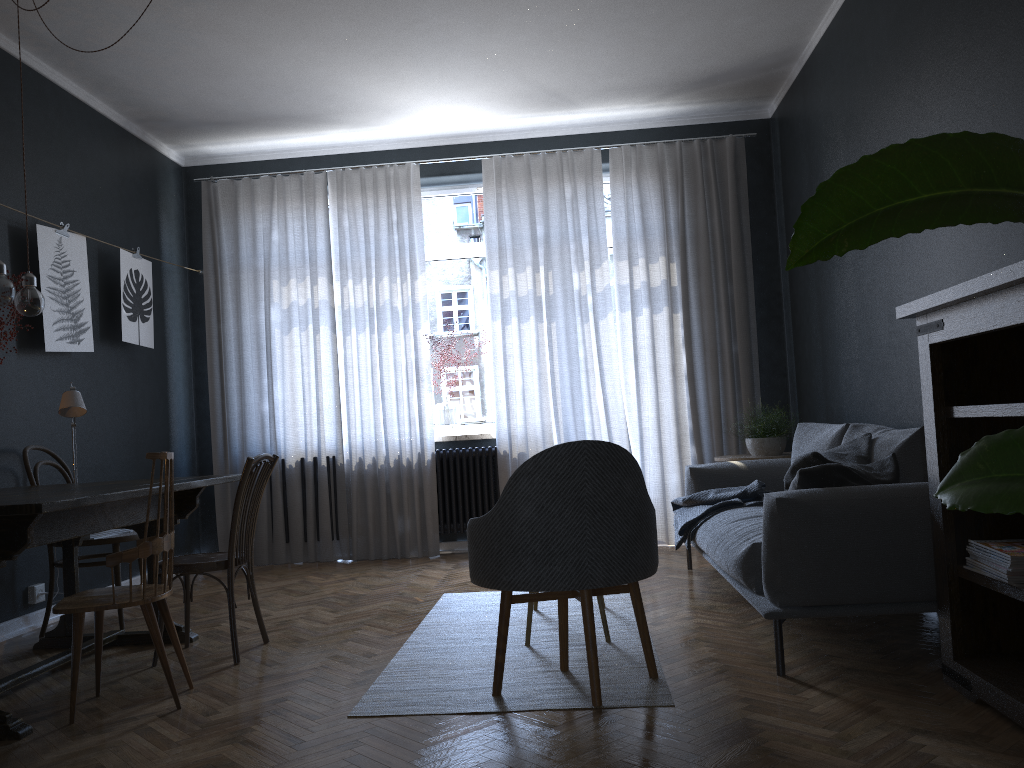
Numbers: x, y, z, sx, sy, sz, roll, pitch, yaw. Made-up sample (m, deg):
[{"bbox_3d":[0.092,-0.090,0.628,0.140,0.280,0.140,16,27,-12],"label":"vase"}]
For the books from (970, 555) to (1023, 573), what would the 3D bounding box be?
[{"bbox_3d":[1.424,0.488,2.438,0.218,0.008,0.288,-4,-3,10],"label":"books"}]

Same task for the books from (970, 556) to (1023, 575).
[{"bbox_3d":[1.424,0.494,2.438,0.218,0.008,0.288,-4,-3,10],"label":"books"}]

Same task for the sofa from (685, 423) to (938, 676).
[{"bbox_3d":[1.332,0.581,3.956,0.970,0.797,2.341,-4,-3,3],"label":"sofa"}]

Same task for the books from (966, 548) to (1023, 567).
[{"bbox_3d":[1.417,0.471,2.432,0.218,0.008,0.305,-4,-3,8],"label":"books"}]

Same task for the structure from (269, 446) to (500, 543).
[{"bbox_3d":[-0.845,0.787,6.349,1.846,0.600,0.216,-4,-2,4],"label":"structure"}]

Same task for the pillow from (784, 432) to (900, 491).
[{"bbox_3d":[1.222,0.378,3.346,0.442,0.361,0.798,-4,-3,22],"label":"pillow"}]

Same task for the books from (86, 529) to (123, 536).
[{"bbox_3d":[-2.073,0.731,4.401,0.219,0.013,0.305,-4,-3,16],"label":"books"}]

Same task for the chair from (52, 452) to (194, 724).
[{"bbox_3d":[-1.327,0.668,3.027,0.383,0.856,0.456,-3,-2,-11],"label":"chair"}]

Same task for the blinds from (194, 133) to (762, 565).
[{"bbox_3d":[-0.217,-0.212,6.271,3.993,2.787,0.312,-4,-2,4],"label":"blinds"}]

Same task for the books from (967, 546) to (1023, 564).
[{"bbox_3d":[1.419,0.463,2.432,0.218,0.008,0.305,-4,-3,8],"label":"books"}]

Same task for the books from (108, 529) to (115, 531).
[{"bbox_3d":[-2.079,0.727,4.404,0.218,0.008,0.288,-4,-3,17],"label":"books"}]

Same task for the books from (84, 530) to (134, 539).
[{"bbox_3d":[-2.073,0.747,4.401,0.218,0.007,0.305,-4,-3,16],"label":"books"}]

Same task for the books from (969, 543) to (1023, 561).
[{"bbox_3d":[1.423,0.456,2.431,0.218,0.008,0.305,-4,-3,9],"label":"books"}]

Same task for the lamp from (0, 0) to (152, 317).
[{"bbox_3d":[-1.371,-1.115,3.215,1.592,1.573,0.583,-5,-3,35],"label":"lamp"}]

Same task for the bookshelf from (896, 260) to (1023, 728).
[{"bbox_3d":[1.407,0.282,1.824,0.451,1.171,1.919,-4,-3,4],"label":"bookshelf"}]

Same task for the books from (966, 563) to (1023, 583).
[{"bbox_3d":[1.420,0.515,2.439,0.218,0.007,0.305,-4,-3,9],"label":"books"}]

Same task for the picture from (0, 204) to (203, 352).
[{"bbox_3d":[-2.431,-0.565,4.321,0.058,0.770,4.460,-4,-3,4],"label":"picture"}]

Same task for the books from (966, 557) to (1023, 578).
[{"bbox_3d":[1.418,0.499,2.439,0.219,0.013,0.305,-4,-3,9],"label":"books"}]

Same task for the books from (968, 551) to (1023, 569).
[{"bbox_3d":[1.420,0.478,2.434,0.218,0.008,0.288,-4,-3,8],"label":"books"}]

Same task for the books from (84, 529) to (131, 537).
[{"bbox_3d":[-2.073,0.739,4.403,0.218,0.008,0.304,-4,-3,16],"label":"books"}]

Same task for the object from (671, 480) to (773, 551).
[{"bbox_3d":[1.070,0.651,4.552,0.490,0.329,0.667,-4,-3,9],"label":"object"}]

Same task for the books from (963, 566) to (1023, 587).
[{"bbox_3d":[1.421,0.522,2.437,0.218,0.008,0.305,-4,-3,4],"label":"books"}]

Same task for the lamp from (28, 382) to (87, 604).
[{"bbox_3d":[-2.143,0.545,4.292,0.242,1.069,0.800,-2,-3,-41],"label":"lamp"}]

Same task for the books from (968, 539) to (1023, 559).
[{"bbox_3d":[1.421,0.447,2.430,0.219,0.013,0.305,-4,-3,9],"label":"books"}]

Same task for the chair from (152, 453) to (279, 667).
[{"bbox_3d":[-1.223,0.708,3.674,0.467,0.819,0.363,-4,-2,4],"label":"chair"}]

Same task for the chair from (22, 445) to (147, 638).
[{"bbox_3d":[-2.109,0.749,4.429,0.549,0.920,0.438,-3,-2,2],"label":"chair"}]

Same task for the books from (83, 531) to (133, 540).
[{"bbox_3d":[-2.072,0.754,4.402,0.218,0.008,0.305,-4,-3,11],"label":"books"}]

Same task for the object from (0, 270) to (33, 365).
[{"bbox_3d":[-2.316,-0.009,3.659,0.638,0.930,0.557,-2,-2,-25],"label":"object"}]

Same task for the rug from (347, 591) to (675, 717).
[{"bbox_3d":[0.063,1.043,3.689,1.003,0.013,2.012,-4,-3,4],"label":"rug"}]

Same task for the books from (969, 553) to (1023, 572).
[{"bbox_3d":[1.423,0.482,2.430,0.218,0.006,0.305,-4,-3,9],"label":"books"}]

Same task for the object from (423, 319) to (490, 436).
[{"bbox_3d":[-0.449,-0.036,6.372,0.514,0.809,0.600,-3,-2,-22],"label":"object"}]

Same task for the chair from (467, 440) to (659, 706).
[{"bbox_3d":[0.208,0.586,2.894,0.645,0.811,0.495,-3,-2,-18],"label":"chair"}]

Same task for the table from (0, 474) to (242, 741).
[{"bbox_3d":[-1.833,0.777,3.376,1.126,0.727,1.605,-4,-3,4],"label":"table"}]

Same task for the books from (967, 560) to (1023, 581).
[{"bbox_3d":[1.420,0.507,2.438,0.218,0.008,0.305,-4,-3,9],"label":"books"}]

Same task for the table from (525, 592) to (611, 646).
[{"bbox_3d":[0.227,0.766,3.821,0.339,0.549,0.788,-4,-3,4],"label":"table"}]

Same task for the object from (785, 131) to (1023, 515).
[{"bbox_3d":[0.864,-0.106,0.607,1.118,1.898,0.764,-3,-2,-2],"label":"object"}]
